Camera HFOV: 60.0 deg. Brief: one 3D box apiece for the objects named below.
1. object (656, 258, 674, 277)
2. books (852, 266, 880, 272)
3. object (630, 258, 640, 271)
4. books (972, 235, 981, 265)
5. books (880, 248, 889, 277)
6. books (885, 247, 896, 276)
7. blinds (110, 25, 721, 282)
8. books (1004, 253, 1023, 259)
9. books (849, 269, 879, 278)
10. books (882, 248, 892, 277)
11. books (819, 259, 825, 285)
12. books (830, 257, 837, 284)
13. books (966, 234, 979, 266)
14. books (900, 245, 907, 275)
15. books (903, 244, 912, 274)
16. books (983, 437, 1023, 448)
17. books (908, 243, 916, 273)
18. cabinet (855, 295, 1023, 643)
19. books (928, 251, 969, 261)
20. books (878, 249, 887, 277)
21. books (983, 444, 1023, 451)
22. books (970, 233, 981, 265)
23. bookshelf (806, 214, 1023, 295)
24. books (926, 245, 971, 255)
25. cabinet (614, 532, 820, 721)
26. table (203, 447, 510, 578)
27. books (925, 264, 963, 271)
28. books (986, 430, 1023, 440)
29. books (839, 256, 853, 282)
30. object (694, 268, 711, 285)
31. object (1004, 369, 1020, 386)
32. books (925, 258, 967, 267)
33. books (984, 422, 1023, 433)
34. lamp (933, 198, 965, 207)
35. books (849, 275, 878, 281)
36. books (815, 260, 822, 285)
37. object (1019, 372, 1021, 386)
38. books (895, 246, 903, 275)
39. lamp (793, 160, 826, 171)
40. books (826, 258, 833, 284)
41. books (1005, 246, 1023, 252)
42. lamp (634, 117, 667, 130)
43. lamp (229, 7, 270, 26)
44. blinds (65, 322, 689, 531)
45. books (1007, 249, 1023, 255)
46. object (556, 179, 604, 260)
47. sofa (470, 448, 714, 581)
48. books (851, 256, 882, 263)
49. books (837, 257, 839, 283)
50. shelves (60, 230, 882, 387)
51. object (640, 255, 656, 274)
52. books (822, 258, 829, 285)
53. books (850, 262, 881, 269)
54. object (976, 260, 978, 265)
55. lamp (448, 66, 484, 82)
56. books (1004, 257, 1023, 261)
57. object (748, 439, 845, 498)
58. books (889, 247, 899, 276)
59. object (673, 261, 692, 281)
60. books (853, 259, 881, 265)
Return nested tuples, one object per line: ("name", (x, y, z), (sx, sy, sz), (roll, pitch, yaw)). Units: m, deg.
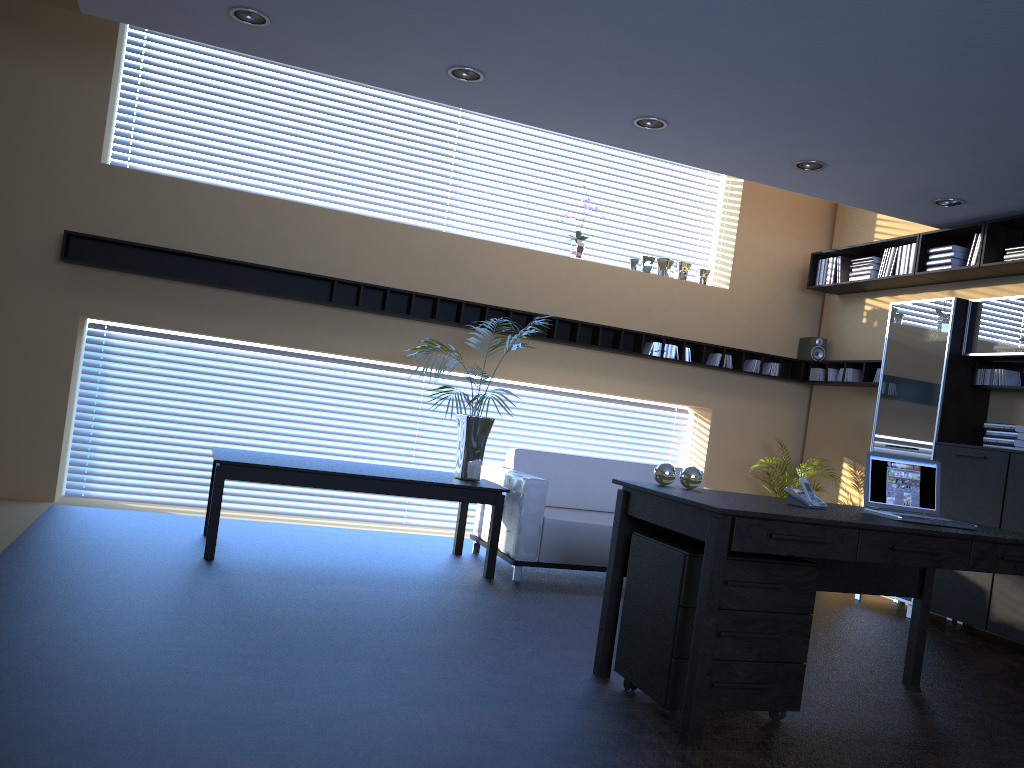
("object", (1.412, -1.072, 8.233), (0.137, 0.173, 0.144), (7, -1, 31))
("books", (3.163, -0.996, 7.797), (0.208, 0.028, 0.258), (8, -2, -19))
("object", (1.119, -1.084, 8.126), (0.089, 0.113, 0.094), (8, -1, 16))
("books", (3.557, -0.986, 6.628), (0.208, 0.259, 0.075), (8, 0, -20))
("books", (3.239, -1.006, 7.533), (0.208, 0.259, 0.075), (8, 0, -20))
("books", (3.260, -1.004, 7.473), (0.208, 0.259, 0.075), (8, 0, -20))
("blinds", (-0.527, -1.991, 7.808), (5.397, 1.461, 0.039), (8, 0, -20))
("books", (3.668, -0.894, 6.273), (0.208, 0.028, 0.258), (8, -2, -19))
("books", (3.143, -0.957, 7.806), (0.208, 0.050, 0.258), (8, -2, -20))
("books", (3.249, -1.005, 7.503), (0.208, 0.259, 0.075), (8, 0, -19))
("books", (2.980, -1.021, 8.293), (0.208, 0.258, 0.050), (8, 0, -20))
("books", (3.029, -1.018, 8.145), (0.208, 0.258, 0.050), (8, 0, -20))
("books", (3.545, -0.986, 6.691), (0.208, 0.259, 0.075), (8, 0, -20))
("books", (3.315, -1.001, 7.335), (0.208, 0.258, 0.050), (8, 0, -20))
("books", (3.325, -1.001, 7.284), (0.208, 0.258, 0.050), (8, 0, -19))
("books", (3.510, 0.415, 6.257), (0.208, 0.050, 0.258), (8, -2, -19))
("books", (3.342, -0.999, 7.235), (0.208, 0.258, 0.050), (8, 0, -20))
("cabinet", (3.734, 0.602, 5.391), (0.491, 2.399, 3.873), (8, -1, -19))
("books", (3.447, -0.989, 6.969), (0.208, 0.050, 0.258), (8, -2, -19))
("books", (3.235, -1.005, 7.565), (0.208, 0.259, 0.075), (8, 0, -20))
("books", (3.502, 0.465, 6.245), (0.208, 0.050, 0.258), (8, -2, -19))
("books", (3.559, -0.985, 6.663), (0.208, 0.259, 0.075), (8, 0, -20))
("bookshelf", (3.810, -0.988, 5.986), (0.362, 0.340, 5.120), (8, -2, -19))
("books", (3.443, -1.041, 6.988), (0.208, 0.050, 0.258), (8, -2, -20))
("cabinet", (0.865, 1.037, 3.781), (0.635, 0.680, 0.499), (8, -1, -19))
("table", (-1.086, 0.870, 6.043), (1.897, 0.603, 0.897), (8, -1, -19))
("books", (3.428, -0.889, 6.969), (0.208, 0.050, 0.258), (8, -2, -20))
("books", (3.529, 0.366, 6.248), (0.208, 0.050, 0.258), (8, -2, -19))
("books", (3.059, -1.016, 8.055), (0.208, 0.259, 0.075), (8, 0, -20))
("object", (1.791, -1.004, 8.366), (0.124, 0.149, 0.117), (8, -1, -19))
("object", (3.600, -0.037, 6.381), (0.142, 0.118, 0.040), (8, 0, -20))
("books", (3.427, -0.941, 6.978), (0.208, 0.050, 0.258), (8, -2, -20))
("books", (3.520, 0.314, 6.265), (0.208, 0.050, 0.258), (8, -2, -20))
("lamp", (3.120, -1.337, 6.325), (0.208, 0.096, 0.209), (8, -1, -1))
("books", (3.135, -0.907, 7.794), (0.208, 0.050, 0.258), (8, -2, -19))
("books", (2.959, -1.022, 8.340), (0.208, 0.258, 0.050), (8, 0, -20))
("object", (3.606, -0.036, 6.382), (0.140, 0.116, 0.036), (8, 0, -20))
("books", (3.298, -1.002, 7.384), (0.208, 0.258, 0.050), (8, 0, -19))
("lamp", (1.994, -1.501, 5.921), (0.208, 0.096, 0.209), (9, -2, -37))
("books", (3.012, -1.019, 8.194), (0.208, 0.258, 0.050), (8, 0, -19))
("books", (3.684, -0.949, 6.286), (0.208, 0.028, 0.258), (8, -2, -20))
("lamp", (0.867, -1.666, 5.517), (0.209, 0.096, 0.208), (7, -2, 41))
("lamp", (-1.387, -1.994, 4.710), (0.209, 0.096, 0.208), (8, -1, -19))
("blinds", (-0.875, 0.562, 7.808), (5.397, 1.367, 0.047), (8, 0, -20))
("books", (3.682, -0.921, 6.264), (0.208, 0.028, 0.258), (8, -2, -20))
("object", (0.654, -1.446, 7.949), (0.438, 0.695, 0.351), (8, 0, -40))
("sofa", (0.842, 1.026, 6.733), (2.059, 0.848, 1.013), (8, -1, -19))
("books", (3.163, -1.081, 7.813), (0.208, 0.028, 0.258), (8, -2, -20))
("books", (3.053, -1.016, 8.086), (0.208, 0.259, 0.075), (8, 0, -20))
("shelves", (0.027, -0.533, 7.024), (6.630, 0.213, 1.248), (8, -2, -20))
("object", (1.245, -1.089, 8.170), (0.133, 0.160, 0.126), (8, -1, 1))
("books", (2.987, -1.021, 8.240), (0.208, 0.258, 0.050), (8, 0, -20))
("books", (3.145, -1.027, 7.800), (0.208, 0.028, 0.258), (8, -2, -19))
("object", (3.573, -0.985, 6.600), (0.208, 0.259, 0.075), (8, 0, -20))
("lamp", (-0.260, -1.830, 5.114), (0.209, 0.096, 0.208), (7, -2, 41))
("books", (3.665, -0.866, 6.262), (0.208, 0.028, 0.258), (8, -2, -19))
("object", (2.511, 1.098, 7.950), (0.840, 1.240, 0.690), (8, 0, 14))
("books", (3.285, -1.002, 7.448), (0.208, 0.259, 0.075), (8, 0, -20))
("object", (1.580, -1.047, 8.289), (0.144, 0.173, 0.137), (8, -1, -29))
("books", (3.167, -1.053, 7.794), (0.208, 0.028, 0.258), (8, -2, -20))
